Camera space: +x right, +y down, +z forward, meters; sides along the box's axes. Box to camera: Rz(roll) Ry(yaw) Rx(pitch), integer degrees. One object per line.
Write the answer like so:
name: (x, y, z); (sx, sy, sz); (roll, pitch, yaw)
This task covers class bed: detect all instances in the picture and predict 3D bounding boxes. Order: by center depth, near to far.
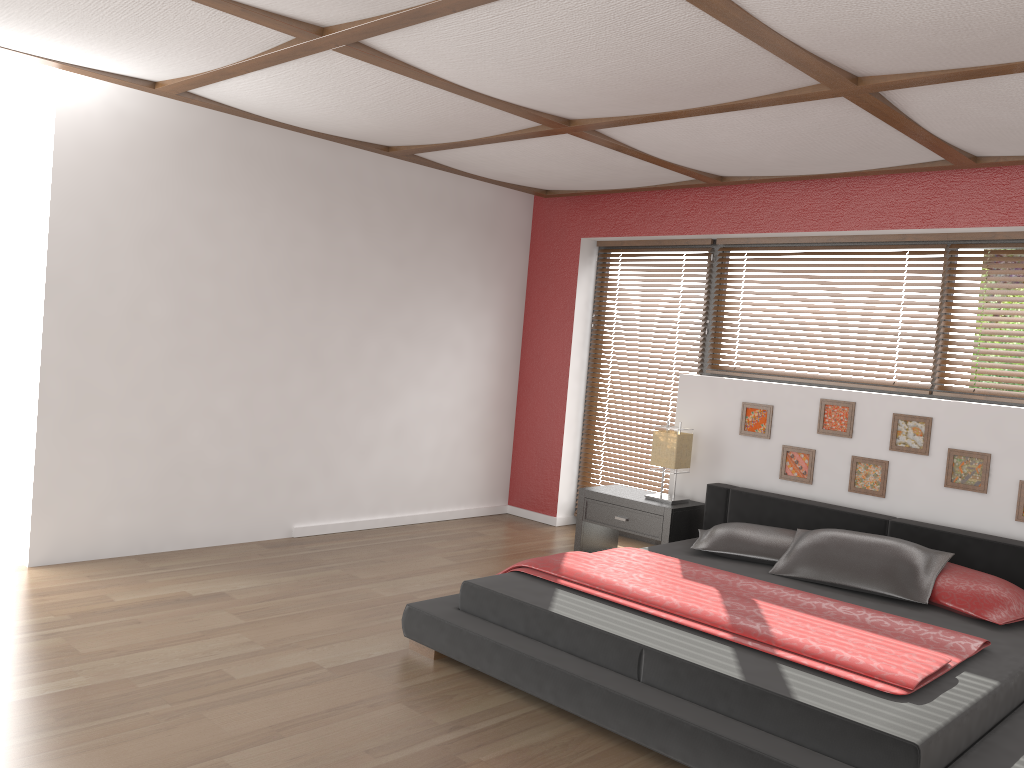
bed: (1.073, 0.933, 3.897); (2.469, 0.577, 2.413); (7, 4, 44)

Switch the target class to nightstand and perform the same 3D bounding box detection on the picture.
nightstand: (0.794, 0.910, 5.552); (0.700, 0.423, 0.413); (7, 4, 44)

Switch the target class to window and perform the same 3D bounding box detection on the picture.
window: (2.392, -0.366, 4.895); (2.817, 0.786, 0.020); (7, 4, 44)
window: (0.946, -0.008, 6.269); (0.889, 1.893, 0.020); (7, 4, 44)

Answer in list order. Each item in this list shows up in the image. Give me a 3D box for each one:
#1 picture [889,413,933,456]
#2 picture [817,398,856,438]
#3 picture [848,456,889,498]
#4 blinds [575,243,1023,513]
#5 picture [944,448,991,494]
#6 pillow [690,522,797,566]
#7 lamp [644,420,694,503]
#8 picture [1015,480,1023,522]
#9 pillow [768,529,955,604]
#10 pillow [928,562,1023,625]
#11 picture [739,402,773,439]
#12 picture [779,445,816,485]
picture: (2.097, 0.264, 4.665); (0.200, 0.200, 0.010); (7, 4, 44)
picture: (1.807, 0.190, 4.946); (0.200, 0.200, 0.010); (7, 4, 44)
picture: (1.934, 0.502, 4.813); (0.200, 0.200, 0.010); (7, 4, 44)
blinds: (2.293, 0.208, 4.875); (4.840, 1.952, 0.032); (7, 4, 44)
picture: (2.295, 0.436, 4.469); (0.200, 0.200, 0.010); (7, 4, 44)
pillow: (1.313, 0.832, 4.592); (0.745, 0.172, 0.418); (6, 3, 19)
lamp: (0.976, 0.466, 5.449); (0.200, 0.480, 0.200); (7, 4, 44)
picture: (2.528, 0.575, 4.240); (0.200, 0.200, 0.010); (7, 4, 44)
pillow: (1.625, 0.826, 4.174); (0.744, 0.241, 0.386); (7, 3, 39)
pillow: (2.004, 0.919, 4.001); (0.418, 0.172, 0.745); (4, 3, -27)
picture: (1.454, 0.217, 5.283); (0.200, 0.200, 0.010); (7, 4, 44)
picture: (1.639, 0.463, 5.097); (0.200, 0.200, 0.010); (7, 4, 44)
